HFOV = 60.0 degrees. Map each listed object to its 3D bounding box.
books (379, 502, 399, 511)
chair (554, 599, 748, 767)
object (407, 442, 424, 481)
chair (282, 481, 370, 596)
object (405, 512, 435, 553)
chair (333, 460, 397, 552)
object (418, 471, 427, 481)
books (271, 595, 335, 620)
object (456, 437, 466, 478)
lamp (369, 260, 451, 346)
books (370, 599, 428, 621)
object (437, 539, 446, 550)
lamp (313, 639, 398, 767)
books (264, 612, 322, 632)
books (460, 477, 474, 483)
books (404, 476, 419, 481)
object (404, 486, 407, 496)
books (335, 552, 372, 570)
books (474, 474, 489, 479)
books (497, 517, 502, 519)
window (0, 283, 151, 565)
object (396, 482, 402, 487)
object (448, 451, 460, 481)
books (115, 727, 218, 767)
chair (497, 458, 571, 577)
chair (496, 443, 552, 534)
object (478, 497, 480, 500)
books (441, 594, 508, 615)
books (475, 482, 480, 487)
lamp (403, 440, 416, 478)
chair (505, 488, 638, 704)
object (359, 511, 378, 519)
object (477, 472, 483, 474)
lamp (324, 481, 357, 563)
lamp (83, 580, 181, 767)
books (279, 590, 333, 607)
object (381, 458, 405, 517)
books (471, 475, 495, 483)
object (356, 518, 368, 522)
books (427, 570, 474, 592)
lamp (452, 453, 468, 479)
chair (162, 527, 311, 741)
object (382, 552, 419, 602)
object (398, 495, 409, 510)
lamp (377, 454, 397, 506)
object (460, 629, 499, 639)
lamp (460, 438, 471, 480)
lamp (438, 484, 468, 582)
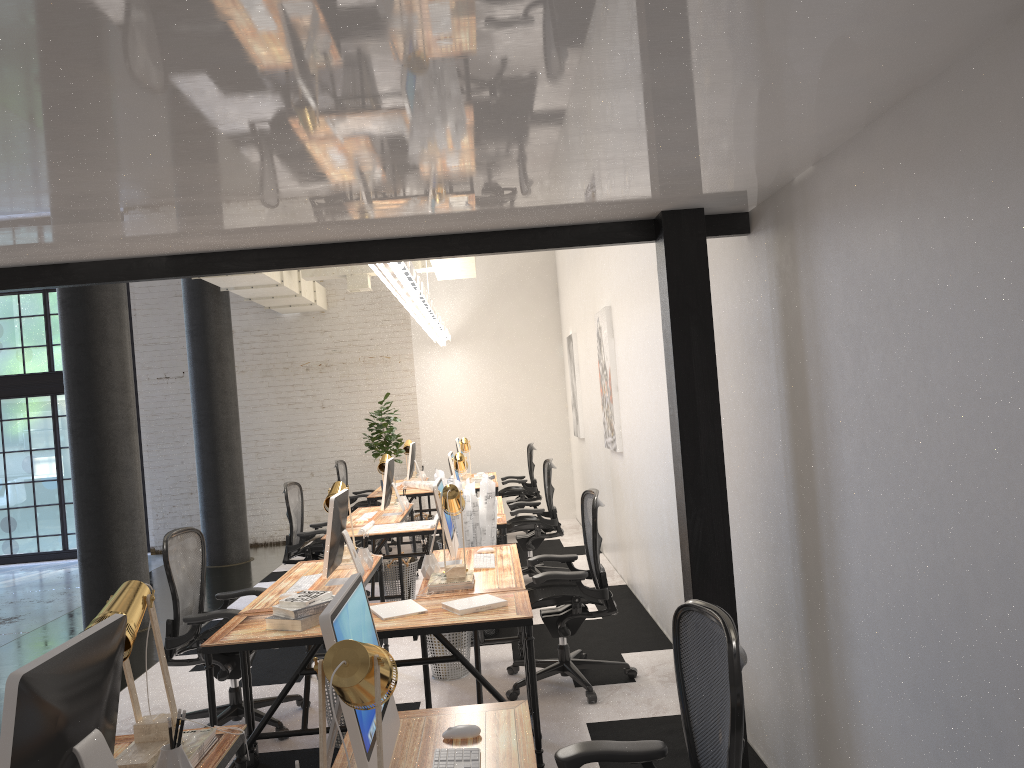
[{"bbox_3d":[-1.102,1.129,8.221,0.225,0.038,0.309,-5,-1,-2],"label":"books"},{"bbox_3d":[0.300,1.107,2.091,0.792,1.085,0.771,-4,-1,-18],"label":"chair"},{"bbox_3d":[-1.147,0.928,10.349,0.189,0.485,0.484,-5,-1,-2],"label":"object"},{"bbox_3d":[-1.652,1.369,7.686,0.792,1.085,0.771,-4,-1,-18],"label":"chair"},{"bbox_3d":[-1.037,1.665,10.020,0.353,0.435,0.359,-5,-1,-5],"label":"object"},{"bbox_3d":[-1.755,1.405,10.367,0.792,1.085,0.771,-4,-1,-18],"label":"chair"},{"bbox_3d":[-1.082,1.109,10.688,0.101,0.127,0.101,-5,-1,43],"label":"object"},{"bbox_3d":[-0.899,0.981,3.922,0.257,0.044,0.193,-4,-1,-44],"label":"books"},{"bbox_3d":[-0.628,0.891,10.626,0.189,0.485,0.484,-5,-1,-2],"label":"object"},{"bbox_3d":[-0.890,-1.943,7.752,0.226,2.864,7.303,-5,-1,-2],"label":"lamp"},{"bbox_3d":[-0.514,1.015,3.989,0.205,0.019,0.243,-4,-1,-24],"label":"books"},{"bbox_3d":[-0.515,1.612,8.269,0.353,0.435,0.359,-5,-1,-5],"label":"object"},{"bbox_3d":[-0.277,0.688,1.610,0.127,0.470,0.344,-5,0,-1],"label":"lamp"},{"bbox_3d":[-0.922,1.030,3.919,0.200,0.050,0.271,-5,-1,26],"label":"books"},{"bbox_3d":[-0.535,1.096,10.072,0.225,0.038,0.309,-5,-1,-2],"label":"books"},{"bbox_3d":[-1.205,1.165,10.902,0.225,0.038,0.309,-5,-1,-2],"label":"books"},{"bbox_3d":[-0.973,1.031,8.018,0.054,0.207,0.008,-5,0,-15],"label":"object"},{"bbox_3d":[-0.975,1.065,5.326,0.225,0.038,0.309,-5,-1,-2],"label":"books"},{"bbox_3d":[-0.329,0.986,9.497,0.153,0.030,0.185,-5,-1,-4],"label":"books"},{"bbox_3d":[-0.236,1.046,6.875,0.243,0.019,0.205,-5,-1,36],"label":"books"},{"bbox_3d":[-6.171,-0.188,11.885,2.491,5.179,0.138,-5,0,-2],"label":"window"},{"bbox_3d":[-1.351,1.178,10.368,0.118,0.017,0.439,-5,-1,-2],"label":"object"},{"bbox_3d":[-0.525,0.855,7.945,0.189,0.485,0.484,-5,-1,-2],"label":"object"},{"bbox_3d":[-0.953,1.008,2.388,0.225,0.038,0.309,-5,-1,-2],"label":"books"},{"bbox_3d":[0.151,1.228,7.925,0.792,1.085,0.771,-4,-1,-18],"label":"chair"},{"bbox_3d":[0.048,1.264,10.605,0.792,1.085,0.771,-4,-1,-18],"label":"chair"},{"bbox_3d":[-0.287,1.068,8.254,0.106,0.029,0.059,-5,-1,-1],"label":"object"},{"bbox_3d":[-0.169,0.983,3.957,0.235,0.024,0.200,-4,-1,-28],"label":"books"},{"bbox_3d":[-0.330,1.064,9.481,0.200,0.050,0.271,-5,-1,-4],"label":"books"},{"bbox_3d":[-1.252,0.917,10.851,0.126,0.470,0.344,-5,0,-2],"label":"lamp"},{"bbox_3d":[0.279,1.164,5.030,0.792,1.085,0.771,-4,-1,-18],"label":"chair"},{"bbox_3d":[-1.248,1.142,7.687,0.118,0.017,0.439,-5,-1,-2],"label":"object"},{"bbox_3d":[-0.390,1.105,10.934,0.106,0.029,0.059,-5,-1,-1],"label":"object"},{"bbox_3d":[-1.021,0.816,5.276,0.126,0.470,0.344,-5,0,-1],"label":"lamp"},{"bbox_3d":[-1.000,0.760,2.337,0.126,0.470,0.344,-5,0,-1],"label":"lamp"},{"bbox_3d":[-0.914,0.951,3.930,0.153,0.030,0.185,-5,-1,26],"label":"books"},{"bbox_3d":[-1.044,0.891,7.668,0.189,0.485,0.484,-5,-1,-2],"label":"object"},{"bbox_3d":[-0.312,1.016,9.496,0.193,0.044,0.257,-5,-1,16],"label":"books"},{"bbox_3d":[-1.246,1.129,7.359,0.106,0.029,0.059,-5,-1,-1],"label":"object"},{"bbox_3d":[-0.305,0.995,4.497,0.225,0.038,0.309,-5,-1,-2],"label":"books"},{"bbox_3d":[-0.427,0.808,7.443,0.127,0.470,0.344,-5,0,-1],"label":"lamp"},{"bbox_3d":[-1.525,1.305,4.792,0.792,1.085,0.771,-4,-1,-18],"label":"chair"},{"bbox_3d":[-0.934,1.629,7.340,0.353,0.435,0.359,-5,-1,-5],"label":"object"},{"bbox_3d":[-0.980,1.072,8.007,0.101,0.127,0.101,-5,-1,43],"label":"object"},{"bbox_3d":[-1.148,0.880,8.171,0.127,0.470,0.344,-5,0,-1],"label":"lamp"},{"bbox_3d":[-0.242,1.583,6.278,0.353,0.398,0.353,-5,-1,43],"label":"object"},{"bbox_3d":[-0.528,0.845,10.124,0.126,0.470,0.344,-5,0,-1],"label":"lamp"},{"bbox_3d":[-0.299,0.744,4.548,0.127,0.470,0.344,-5,0,-1],"label":"lamp"}]
